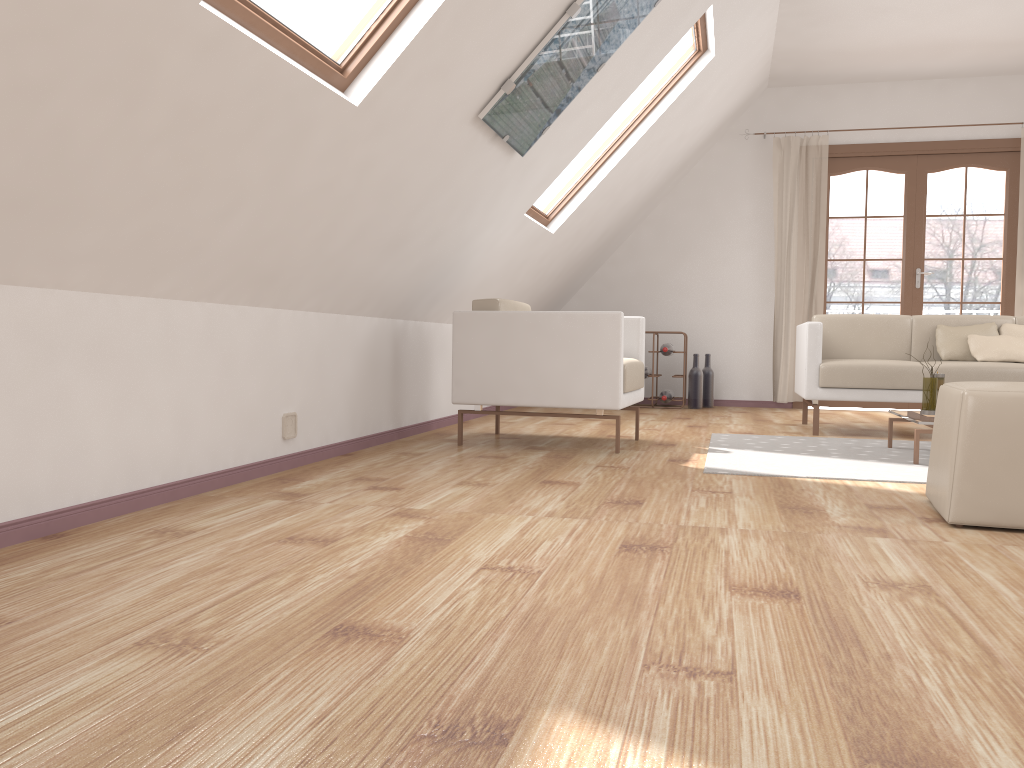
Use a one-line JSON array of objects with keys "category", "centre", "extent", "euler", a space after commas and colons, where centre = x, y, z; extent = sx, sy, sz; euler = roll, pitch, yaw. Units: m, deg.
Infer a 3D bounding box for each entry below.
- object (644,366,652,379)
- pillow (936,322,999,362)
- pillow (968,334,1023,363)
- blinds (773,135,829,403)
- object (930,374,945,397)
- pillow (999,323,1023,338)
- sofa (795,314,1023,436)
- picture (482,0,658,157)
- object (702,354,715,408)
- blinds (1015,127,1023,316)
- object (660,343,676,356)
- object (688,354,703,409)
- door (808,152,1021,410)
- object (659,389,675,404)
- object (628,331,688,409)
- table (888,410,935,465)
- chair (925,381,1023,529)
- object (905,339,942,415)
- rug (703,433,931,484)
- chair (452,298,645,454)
[{"category": "object", "centre": [1.053, -0.090, 7.126], "extent": [0.109, 0.109, 0.435], "euler": [2, 3, 14]}, {"category": "pillow", "centre": [2.685, -0.249, 5.213], "extent": [0.351, 0.235, 0.185], "euler": [2, 3, 17]}, {"category": "pillow", "centre": [2.795, -0.197, 5.033], "extent": [0.363, 0.170, 0.227], "euler": [2, 3, 19]}, {"category": "blinds", "centre": [2.283, -0.910, 7.114], "extent": [0.423, 2.130, 0.120], "euler": [1, 3, 11]}, {"category": "object", "centre": [1.990, 0.045, 4.154], "extent": [0.075, 0.185, 0.075], "euler": [-2, 4, -45]}, {"category": "pillow", "centre": [3.014, -0.240, 5.127], "extent": [0.351, 0.225, 0.196], "euler": [2, 3, 19]}, {"category": "sofa", "centre": [2.648, -0.055, 5.122], "extent": [1.880, 0.706, 0.820], "euler": [2, 3, 14]}, {"category": "picture", "centre": [0.303, -1.345, 3.492], "extent": [0.683, 0.738, 0.650], "euler": [2, 3, 14]}, {"category": "object", "centre": [1.585, -0.025, 7.200], "extent": [0.115, 0.443, 0.120], "euler": [1, 3, 8]}, {"category": "blinds", "centre": [4.020, -0.866, 6.648], "extent": [0.424, 2.129, 0.123], "euler": [1, 3, 9]}, {"category": "object", "centre": [1.237, -0.274, 7.075], "extent": [0.109, 0.109, 0.435], "euler": [2, 3, 14]}, {"category": "object", "centre": [1.453, -0.019, 7.017], "extent": [0.115, 0.443, 0.120], "euler": [1, 3, 8]}, {"category": "door", "centre": [3.165, -0.798, 6.997], "extent": [1.546, 2.001, 0.098], "euler": [2, 3, 14]}, {"category": "object", "centre": [1.232, 0.101, 7.090], "extent": [0.109, 0.109, 0.435], "euler": [2, 3, 14]}, {"category": "object", "centre": [0.975, -0.122, 7.188], "extent": [0.854, 0.608, 0.417], "euler": [2, 3, 14]}, {"category": "table", "centre": [2.340, 0.252, 3.900], "extent": [1.173, 0.190, 0.730], "euler": [2, 3, 14]}, {"category": "chair", "centre": [1.504, 0.192, 2.565], "extent": [0.506, 0.394, 0.506], "euler": [2, 3, 18]}, {"category": "object", "centre": [1.904, -0.039, 4.056], "extent": [0.184, 0.359, 0.123], "euler": [-1, 3, -35]}, {"category": "rug", "centre": [2.285, 0.345, 3.849], "extent": [2.800, 0.007, 1.600], "euler": [2, 3, 14]}, {"category": "chair", "centre": [0.214, -0.061, 4.394], "extent": [0.820, 0.706, 0.748], "euler": [2, 3, 16]}]
